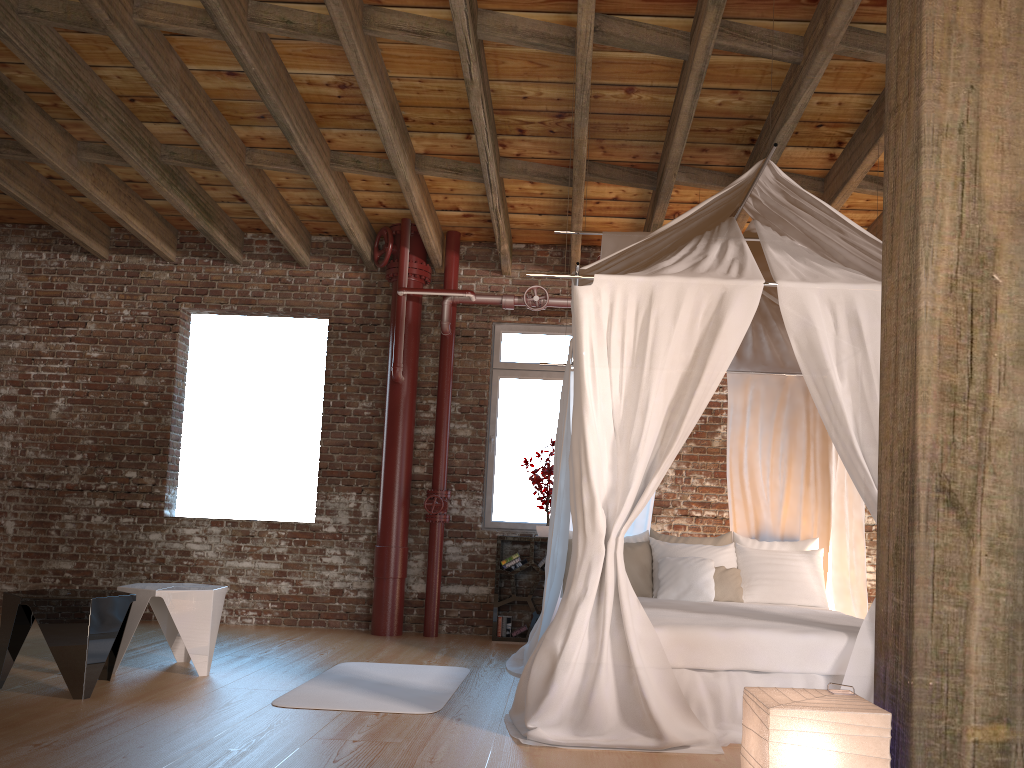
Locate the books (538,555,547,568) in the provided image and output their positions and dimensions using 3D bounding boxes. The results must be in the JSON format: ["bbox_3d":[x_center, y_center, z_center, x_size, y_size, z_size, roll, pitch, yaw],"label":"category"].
[{"bbox_3d":[0.330,1.449,7.227,0.241,0.165,0.136,2,-6,1],"label":"books"}]

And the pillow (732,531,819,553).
[{"bbox_3d":[1.828,1.285,6.125,0.623,0.495,0.212,2,-5,1],"label":"pillow"}]

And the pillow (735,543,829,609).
[{"bbox_3d":[1.815,1.298,5.926,0.620,0.430,0.299,2,-6,2],"label":"pillow"}]

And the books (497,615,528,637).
[{"bbox_3d":[0.008,1.978,7.189,0.246,0.159,0.136,2,-6,1],"label":"books"}]

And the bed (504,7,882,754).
[{"bbox_3d":[1.242,-0.120,5.184,2.464,3.856,2.724,2,-6,2],"label":"bed"}]

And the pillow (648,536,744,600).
[{"bbox_3d":[1.227,1.238,5.928,0.605,0.400,0.355,3,-7,-1],"label":"pillow"}]

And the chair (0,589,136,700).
[{"bbox_3d":[-2.276,1.316,4.509,0.552,0.487,0.603,9,-10,-44],"label":"chair"}]

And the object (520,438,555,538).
[{"bbox_3d":[0.267,0.855,7.331,0.412,0.834,0.403,3,-5,-2],"label":"object"}]

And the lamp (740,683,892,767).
[{"bbox_3d":[0.833,1.135,1.850,0.358,0.774,1.403,3,-8,-4],"label":"lamp"}]

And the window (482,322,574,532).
[{"bbox_3d":[0.417,0.381,7.630,1.328,1.837,0.171,3,-4,1],"label":"window"}]

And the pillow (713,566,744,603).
[{"bbox_3d":[1.373,1.310,5.782,0.285,0.232,0.165,3,-6,0],"label":"pillow"}]

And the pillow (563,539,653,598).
[{"bbox_3d":[0.644,1.251,5.931,0.606,0.412,0.365,3,-7,-1],"label":"pillow"}]

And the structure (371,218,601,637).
[{"bbox_3d":[-0.266,0.351,7.262,1.974,3.441,0.587,3,-5,0],"label":"structure"}]

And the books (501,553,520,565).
[{"bbox_3d":[-0.013,1.433,7.232,0.152,0.108,0.137,2,-7,2],"label":"books"}]

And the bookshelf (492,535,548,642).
[{"bbox_3d":[0.289,1.692,7.279,0.845,0.840,0.298,2,-5,1],"label":"bookshelf"}]

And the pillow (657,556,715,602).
[{"bbox_3d":[1.132,1.271,5.752,0.378,0.289,0.220,1,-6,11],"label":"pillow"}]

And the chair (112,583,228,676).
[{"bbox_3d":[-2.004,1.437,5.185,0.633,0.487,0.525,8,-9,-34],"label":"chair"}]

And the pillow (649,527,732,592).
[{"bbox_3d":[1.235,1.256,6.133,0.624,0.491,0.212,2,-5,1],"label":"pillow"}]

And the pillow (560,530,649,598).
[{"bbox_3d":[0.658,1.248,6.130,0.624,0.489,0.203,2,-5,1],"label":"pillow"}]

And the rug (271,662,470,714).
[{"bbox_3d":[-0.729,1.696,4.991,0.848,0.007,1.467,2,-9,4],"label":"rug"}]

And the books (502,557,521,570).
[{"bbox_3d":[-0.002,1.469,7.229,0.152,0.108,0.137,2,-7,2],"label":"books"}]

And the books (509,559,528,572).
[{"bbox_3d":[0.055,1.483,7.227,0.155,0.113,0.137,2,-7,2],"label":"books"}]
